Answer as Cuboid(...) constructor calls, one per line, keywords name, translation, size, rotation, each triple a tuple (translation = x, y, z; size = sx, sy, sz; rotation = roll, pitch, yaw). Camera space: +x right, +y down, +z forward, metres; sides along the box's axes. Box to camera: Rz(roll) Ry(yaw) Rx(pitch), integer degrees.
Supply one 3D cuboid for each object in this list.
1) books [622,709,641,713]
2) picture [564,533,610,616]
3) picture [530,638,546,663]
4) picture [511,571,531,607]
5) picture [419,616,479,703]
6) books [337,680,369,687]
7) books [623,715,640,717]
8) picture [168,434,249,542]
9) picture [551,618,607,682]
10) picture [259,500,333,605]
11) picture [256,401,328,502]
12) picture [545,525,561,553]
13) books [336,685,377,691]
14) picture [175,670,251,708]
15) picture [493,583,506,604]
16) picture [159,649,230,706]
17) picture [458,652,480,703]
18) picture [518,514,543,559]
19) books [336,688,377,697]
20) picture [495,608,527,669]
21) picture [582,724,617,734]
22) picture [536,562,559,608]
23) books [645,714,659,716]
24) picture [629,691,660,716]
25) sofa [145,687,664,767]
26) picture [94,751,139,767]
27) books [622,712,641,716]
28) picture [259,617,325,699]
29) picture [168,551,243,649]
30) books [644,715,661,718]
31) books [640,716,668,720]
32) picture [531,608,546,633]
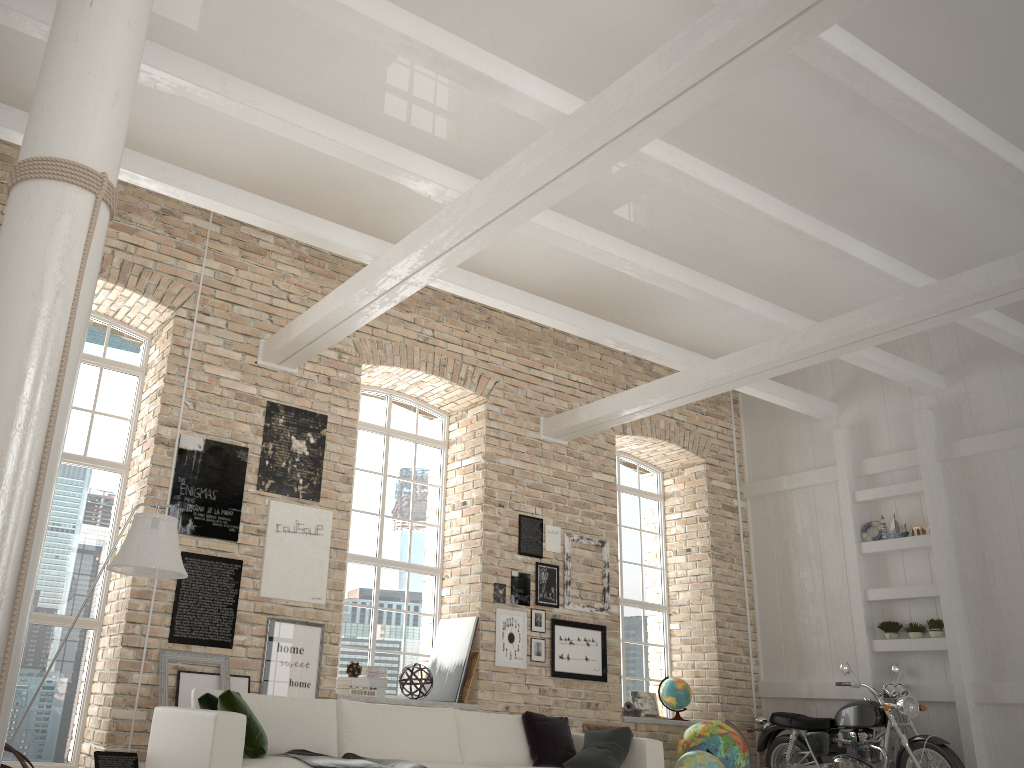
Cuboid(name="books", translation=(1.155, 3.335, 9.097), size=(0.242, 0.026, 0.216), rotation=(20, -26, -35))
Cuboid(name="picture", translation=(0.752, 1.912, 8.959), size=(0.570, 0.748, 0.027), rotation=(15, -24, -30))
Cuboid(name="picture", translation=(0.245, 2.508, 8.399), size=(0.166, 0.213, 0.012), rotation=(15, -25, -30))
Cuboid(name="picture", translation=(0.083, 1.948, 8.485), size=(0.217, 0.306, 0.015), rotation=(15, -24, -30))
Cuboid(name="picture", translation=(-0.579, 2.539, 8.220), size=(0.231, 0.763, 0.623), rotation=(15, -24, -33))
Cuboid(name="books", translation=(-1.339, 2.518, 7.491), size=(0.207, 0.040, 0.191), rotation=(-14, -27, 39))
Cuboid(name="books", translation=(1.150, 3.380, 9.070), size=(0.241, 0.025, 0.214), rotation=(17, -24, -30))
Cuboid(name="picture", translation=(-2.425, 0.832, 7.133), size=(0.557, 0.785, 0.039), rotation=(15, -24, -30))
Cuboid(name="picture", translation=(0.650, 2.586, 8.646), size=(0.674, 0.535, 0.033), rotation=(15, -25, -30))
Cuboid(name="picture", translation=(-1.777, 1.394, 7.376), size=(0.557, 0.784, 0.039), rotation=(15, -24, -30))
Cuboid(name="picture", translation=(-1.875, 0.579, 7.627), size=(0.555, 0.783, 0.039), rotation=(15, -24, -30))
Cuboid(name="picture", translation=(0.407, 1.540, 8.862), size=(0.183, 0.259, 0.013), rotation=(15, -24, -30))
Cuboid(name="books", translation=(-1.306, 2.551, 7.485), size=(0.255, 0.024, 0.232), rotation=(19, -25, -34))
Cuboid(name="picture", translation=(-2.218, 2.440, 6.604), size=(0.543, 0.568, 0.156), rotation=(15, -25, -30))
Cuboid(name="picture", translation=(-0.116, 1.957, 8.343), size=(0.127, 0.178, 0.009), rotation=(12, -23, -25))
Cuboid(name="picture", translation=(-2.312, 2.261, 6.513), size=(0.514, 0.582, 0.300), rotation=(15, -25, -31))
Cuboid(name="picture", translation=(-0.459, 2.654, 8.053), size=(0.163, 0.460, 0.384), rotation=(16, -24, -34))
Cuboid(name="picture", translation=(0.184, 1.491, 8.718), size=(0.279, 0.394, 0.019), rotation=(15, -24, -30))
Cuboid(name="books", translation=(-1.309, 2.584, 7.470), size=(0.260, 0.048, 0.232), rotation=(19, -25, -34))
Cuboid(name="picture", translation=(-0.005, 2.361, 8.271), size=(0.345, 0.513, 0.014), rotation=(15, -24, -30))
Cuboid(name="picture", translation=(0.928, 3.601, 8.344), size=(0.477, 0.747, 0.235), rotation=(15, -24, -31))
Cuboid(name="picture", translation=(0.346, 1.953, 8.659), size=(0.276, 0.409, 0.011), rotation=(15, -24, -30))
Cuboid(name="books", translation=(1.416, 3.350, 9.026), size=(0.108, 0.013, 0.126), rotation=(-8, -24, 29))
Cuboid(name="picture", translation=(1.457, 3.527, 9.763), size=(0.371, 0.292, 0.071), rotation=(16, -25, -30))
Cuboid(name="sofa", translation=(-0.244, 2.353, 5.274), size=(3.095, 0.840, 2.299), rotation=(17, -24, -31))
Cuboid(name="picture", translation=(-2.416, 2.481, 5.478), size=(0.204, 0.404, 0.310), rotation=(-11, -24, 31))
Cuboid(name="books", translation=(1.148, 3.356, 9.082), size=(0.240, 0.029, 0.215), rotation=(18, -25, -32))
Cuboid(name="picture", translation=(-1.748, 2.268, 7.082), size=(0.489, 0.756, 0.013), rotation=(15, -24, -30))
Cuboid(name="picture", translation=(-2.364, 1.671, 6.891), size=(0.482, 0.680, 0.068), rotation=(15, -24, -30))
Cuboid(name="books", translation=(1.424, 3.362, 9.018), size=(0.142, 0.014, 0.099), rotation=(-12, -26, 35))
Cuboid(name="books", translation=(1.435, 3.378, 9.011), size=(0.215, 0.022, 0.186), rotation=(17, -24, -31))
Cuboid(name="picture", translation=(0.249, 2.256, 8.493), size=(0.166, 0.213, 0.012), rotation=(15, -25, -30))
